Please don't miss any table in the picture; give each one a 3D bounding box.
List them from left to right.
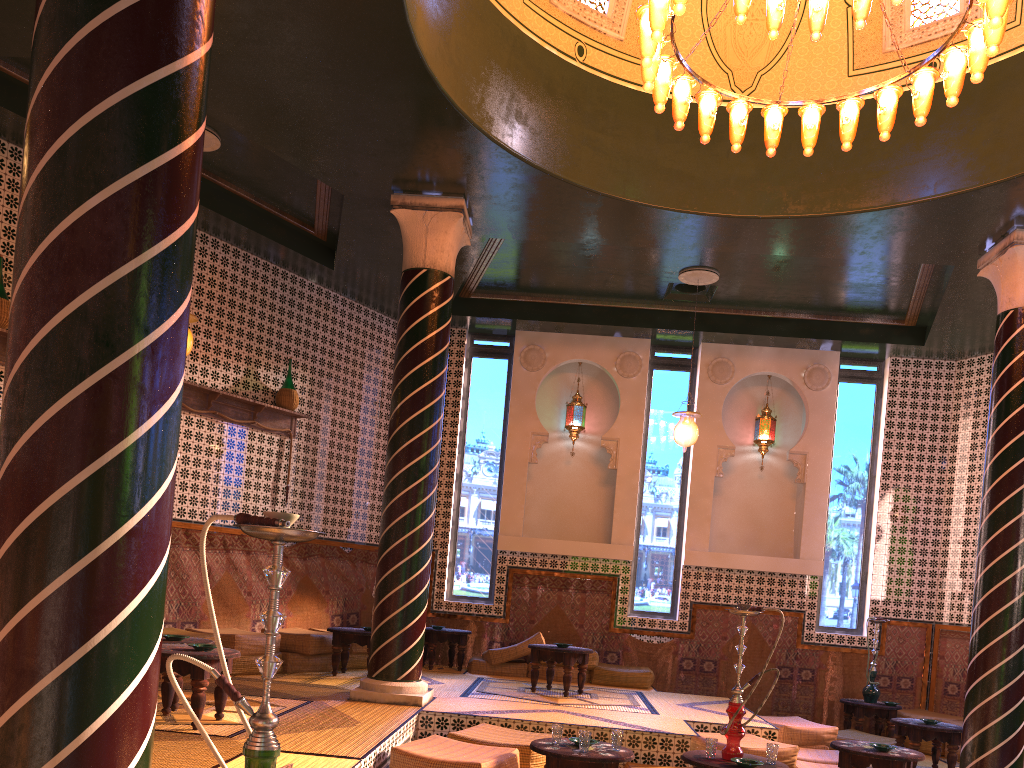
[{"bbox_3d":[-3.090,2.550,7.638,0.839,0.585,0.857,-4,-12,43],"label":"table"},{"bbox_3d":[-2.632,2.418,6.915,0.839,0.585,0.857,-4,-12,43],"label":"table"},{"bbox_3d":[-1.985,3.472,11.140,0.836,0.585,0.860,3,-9,9],"label":"table"},{"bbox_3d":[-1.043,3.978,12.952,0.835,0.585,0.861,1,-10,22],"label":"table"},{"bbox_3d":[0.598,3.662,11.040,0.835,0.585,0.861,2,-9,16],"label":"table"},{"bbox_3d":[0.535,3.202,6.905,0.840,0.585,0.856,6,-9,-5],"label":"table"},{"bbox_3d":[1.756,3.299,6.889,0.851,0.585,0.845,10,-11,-31],"label":"table"},{"bbox_3d":[5.164,4.910,12.496,0.835,0.585,0.861,3,-9,13],"label":"table"},{"bbox_3d":[3.445,3.759,8.208,0.838,0.585,0.858,-3,-12,39],"label":"table"},{"bbox_3d":[5.060,4.448,10.557,0.851,0.585,0.845,10,-11,-31],"label":"table"}]

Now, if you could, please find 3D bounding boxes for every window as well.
[{"bbox_3d":[-0.498,1.480,13.701,0.773,3.991,0.091,5,0,3],"label":"window"},{"bbox_3d":[2.346,1.678,13.534,0.773,3.991,0.091,5,0,3],"label":"window"},{"bbox_3d":[2.376,-4.473,6.154,5.749,1.153,5.635,-6,-16,39],"label":"window"},{"bbox_3d":[5.190,1.876,13.368,0.773,3.991,0.091,5,0,3],"label":"window"}]

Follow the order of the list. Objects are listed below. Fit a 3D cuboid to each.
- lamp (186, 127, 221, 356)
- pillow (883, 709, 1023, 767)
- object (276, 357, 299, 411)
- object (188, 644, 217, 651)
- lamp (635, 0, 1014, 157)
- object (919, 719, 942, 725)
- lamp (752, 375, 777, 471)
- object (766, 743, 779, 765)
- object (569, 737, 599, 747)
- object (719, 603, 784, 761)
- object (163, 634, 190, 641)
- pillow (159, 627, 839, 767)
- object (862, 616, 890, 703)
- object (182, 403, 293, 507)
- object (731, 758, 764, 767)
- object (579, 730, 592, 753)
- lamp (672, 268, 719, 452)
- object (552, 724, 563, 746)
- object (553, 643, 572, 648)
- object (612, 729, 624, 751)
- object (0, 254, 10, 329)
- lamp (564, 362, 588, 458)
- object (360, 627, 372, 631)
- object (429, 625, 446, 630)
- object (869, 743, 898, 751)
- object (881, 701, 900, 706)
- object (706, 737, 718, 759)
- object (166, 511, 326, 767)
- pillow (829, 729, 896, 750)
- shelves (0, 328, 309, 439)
[{"bbox_3d":[-3.275,-1.341,8.620,0.521,2.313,0.519,5,-1,-7],"label":"lamp"},{"bbox_3d":[6.952,4.289,10.290,1.421,1.181,5.823,9,-13,-26],"label":"pillow"},{"bbox_3d":[-2.982,0.004,11.528,0.304,0.720,0.300,7,-3,-45],"label":"object"},{"bbox_3d":[-2.466,2.113,6.911,0.249,0.045,0.258,0,-14,18],"label":"object"},{"bbox_3d":[2.271,-4.453,6.030,2.461,4.594,2.506,4,-3,12],"label":"lamp"},{"bbox_3d":[5.088,4.113,10.500,0.249,0.045,0.258,0,-14,18],"label":"object"},{"bbox_3d":[3.968,0.595,13.503,0.357,1.561,0.328,4,-1,37],"label":"lamp"},{"bbox_3d":[2.064,2.940,6.855,0.092,0.162,0.092,6,-4,-19],"label":"object"},{"bbox_3d":[0.581,2.907,6.990,0.256,0.045,0.252,16,-17,-40],"label":"object"},{"bbox_3d":[1.886,2.383,6.877,0.460,1.250,0.303,4,-1,20],"label":"object"},{"bbox_3d":[-2.952,2.225,7.559,0.251,0.045,0.256,7,-13,-11],"label":"object"},{"bbox_3d":[-1.088,3.197,8.619,10.018,1.256,10.193,4,-13,4],"label":"pillow"},{"bbox_3d":[5.202,3.981,12.470,0.298,1.251,0.469,4,-2,40],"label":"object"},{"bbox_3d":[-3.557,0.910,10.944,0.060,1.038,2.032,5,-9,34],"label":"object"},{"bbox_3d":[1.813,2.932,6.661,0.256,0.045,0.252,16,-17,-40],"label":"object"},{"bbox_3d":[0.563,2.782,6.714,0.092,0.162,0.092,6,-4,-19],"label":"object"},{"bbox_3d":[2.330,-0.263,11.211,0.521,2.313,0.519,5,-1,-7],"label":"lamp"},{"bbox_3d":[0.361,2.815,6.925,0.093,0.162,0.092,7,-4,-39],"label":"object"},{"bbox_3d":[0.649,3.345,11.035,0.249,0.045,0.258,0,-14,18],"label":"object"},{"bbox_3d":[0.838,2.848,6.897,0.092,0.162,0.092,6,-4,-19],"label":"object"},{"bbox_3d":[-5.006,-0.899,8.414,0.304,0.720,0.300,7,-3,-45],"label":"object"},{"bbox_3d":[1.019,0.385,13.655,0.322,1.561,0.365,4,-1,37],"label":"lamp"},{"bbox_3d":[-1.828,3.155,11.104,0.249,0.045,0.258,0,-14,18],"label":"object"},{"bbox_3d":[-1.106,3.619,12.817,0.249,0.045,0.258,0,-14,18],"label":"object"},{"bbox_3d":[3.486,3.421,8.116,0.251,0.045,0.256,7,-13,-11],"label":"object"},{"bbox_3d":[5.406,4.568,12.321,0.249,0.045,0.258,0,-14,18],"label":"object"},{"bbox_3d":[1.587,2.907,6.883,0.092,0.162,0.093,4,-3,6],"label":"object"},{"bbox_3d":[-0.907,1.056,2.919,0.461,1.251,0.300,4,-1,11],"label":"object"},{"bbox_3d":[4.643,4.882,11.692,0.986,0.276,0.961,11,-13,-25],"label":"pillow"},{"bbox_3d":[-4.095,0.029,9.918,0.254,0.339,4.601,2,-13,34],"label":"shelves"}]
